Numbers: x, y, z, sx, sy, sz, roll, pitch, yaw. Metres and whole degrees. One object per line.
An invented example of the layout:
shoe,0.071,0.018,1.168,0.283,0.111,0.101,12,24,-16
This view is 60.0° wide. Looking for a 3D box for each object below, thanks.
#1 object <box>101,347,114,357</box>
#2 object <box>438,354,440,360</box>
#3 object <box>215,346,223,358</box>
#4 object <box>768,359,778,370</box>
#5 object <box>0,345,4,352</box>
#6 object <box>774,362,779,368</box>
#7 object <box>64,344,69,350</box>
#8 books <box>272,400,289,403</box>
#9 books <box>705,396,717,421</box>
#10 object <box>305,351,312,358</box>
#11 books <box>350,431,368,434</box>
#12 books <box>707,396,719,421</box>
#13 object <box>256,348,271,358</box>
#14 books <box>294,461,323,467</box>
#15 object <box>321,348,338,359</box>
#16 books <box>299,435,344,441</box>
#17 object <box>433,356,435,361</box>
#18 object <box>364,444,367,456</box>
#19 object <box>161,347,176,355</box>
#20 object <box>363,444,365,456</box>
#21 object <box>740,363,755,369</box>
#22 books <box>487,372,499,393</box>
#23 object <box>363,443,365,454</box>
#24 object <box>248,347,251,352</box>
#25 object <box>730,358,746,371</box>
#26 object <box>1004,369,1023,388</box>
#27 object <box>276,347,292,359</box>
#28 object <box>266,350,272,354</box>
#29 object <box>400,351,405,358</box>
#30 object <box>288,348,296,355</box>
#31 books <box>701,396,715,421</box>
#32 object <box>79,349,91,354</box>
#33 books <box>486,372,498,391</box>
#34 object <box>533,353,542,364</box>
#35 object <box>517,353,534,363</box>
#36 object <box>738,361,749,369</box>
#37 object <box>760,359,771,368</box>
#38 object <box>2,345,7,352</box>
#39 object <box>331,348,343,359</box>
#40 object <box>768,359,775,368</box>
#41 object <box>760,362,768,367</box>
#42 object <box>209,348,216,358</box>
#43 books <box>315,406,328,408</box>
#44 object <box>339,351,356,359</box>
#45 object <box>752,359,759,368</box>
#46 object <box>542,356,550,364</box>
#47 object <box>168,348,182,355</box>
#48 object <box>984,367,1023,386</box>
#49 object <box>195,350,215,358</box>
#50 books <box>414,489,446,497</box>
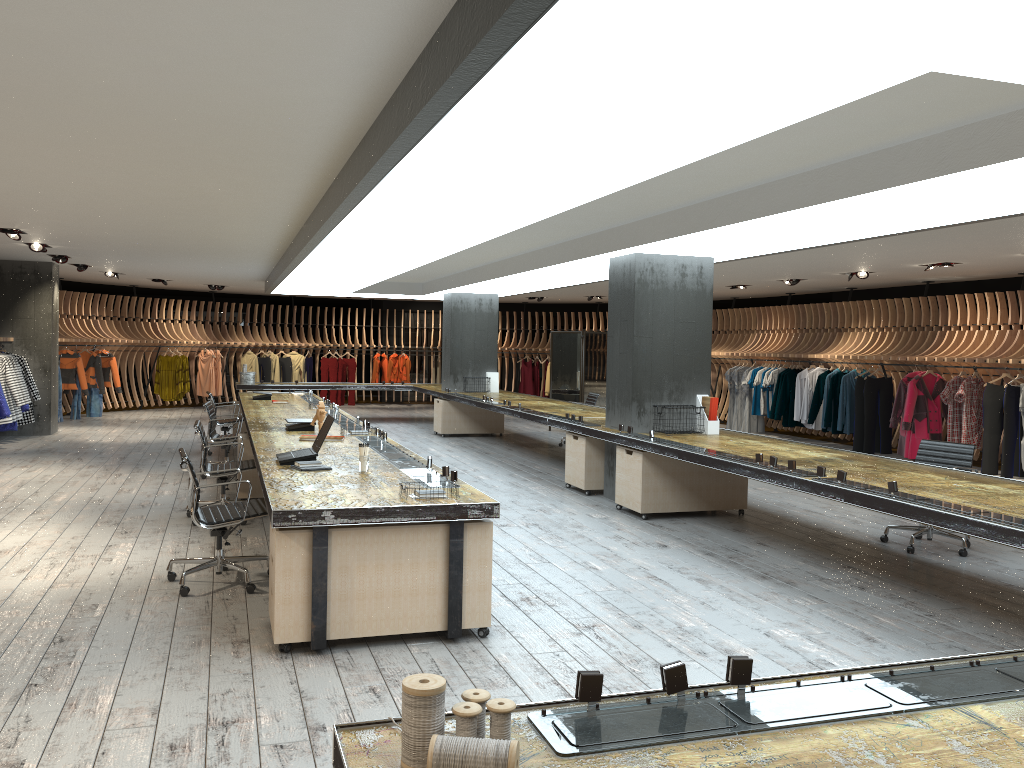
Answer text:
object,-8.296,-0.664,17.971,0.525,0.270,0.012,2,1,12
object,-1.893,-0.733,23.053,0.012,0.270,0.525,1,2,2
object,-6.904,-0.747,20.701,0.525,0.270,0.012,3,2,37
object,4.983,-0.324,16.795,0.523,0.290,0.013,0,2,-23
object,-7.873,-0.449,13.691,0.516,0.316,0.012,1,2,-18
object,5.006,-0.317,16.693,0.524,0.285,0.013,0,2,-23
object,-8.469,-0.621,16.850,0.525,0.270,0.012,1,1,-3
books,-3.160,0.239,12.103,0.213,0.026,0.366,0,2,-18
books,1.992,0.313,8.983,0.048,0.368,0.215,1,2,-18
object,-5.090,-0.772,22.200,0.012,0.270,0.525,1,2,7
books,-1.392,0.438,8.056,0.155,0.025,0.110,0,3,-23
books,2.013,0.313,8.990,0.048,0.368,0.215,1,2,-18
object,-6.071,-0.761,21.525,0.525,0.270,0.012,2,2,17
books,-1.348,0.523,5.814,0.186,0.027,0.112,0,3,-33
object,-4.617,-0.769,22.443,0.525,0.270,0.012,2,2,27
books,-1.616,0.461,7.543,0.366,0.026,0.213,1,2,-8
object,-2.022,-0.735,23.030,0.012,0.270,0.525,1,2,-3
object,-0.947,0.470,5.697,0.030,0.170,0.007,2,2,29
object,-7.619,-0.717,19.687,0.525,0.270,0.012,2,1,12
object,-0.957,0.470,5.696,0.007,0.170,0.030,0,2,-34
object,4.705,-0.368,17.554,0.525,0.270,0.012,1,1,-3
books,-0.345,-0.027,16.103,0.215,0.368,0.073,1,2,-18
object,-0.957,0.468,5.739,0.007,0.170,0.030,0,2,-41
object,-6.308,-0.757,21.325,0.525,0.270,0.012,3,2,37
object,4.619,-0.381,17.821,0.525,0.270,0.012,1,1,-3
object,6.655,-0.080,11.606,0.525,0.270,0.012,1,2,-18
object,-5.667,-0.765,21.826,0.525,0.270,0.012,1,1,7
object,-5.922,-0.763,21.656,0.525,0.270,0.012,2,2,27
object,-2.817,-0.752,22.972,0.012,0.270,0.525,0,2,-38
object,-5.417,-0.769,22.009,0.525,0.270,0.012,1,1,7
books,1.972,0.313,8.976,0.048,0.368,0.215,1,2,-18
object,-8.394,-0.642,17.438,0.525,0.270,0.012,1,1,2
books,-0.367,-0.030,16.170,0.215,0.368,0.047,1,1,-18
object,0.638,-0.659,22.545,0.012,0.270,0.525,1,2,-23
object,0.386,-0.668,22.637,0.525,0.270,0.012,1,2,-18
object,4.656,-0.374,17.682,0.525,0.270,0.012,0,2,-28
object,4.874,-0.332,16.964,0.523,0.288,0.015,1,1,-8
object,-7.934,-0.460,13.869,0.518,0.312,0.012,1,2,-18
object,-4.464,-0.769,22.507,0.525,0.270,0.012,3,2,42
object,4.934,-0.334,16.871,0.525,0.270,0.012,1,1,-13
object,4.869,-0.345,17.103,0.525,0.270,0.012,1,1,7
object,-7.020,-0.744,20.586,0.525,0.270,0.012,3,2,42
books,-2.385,0.290,11.117,0.155,0.025,0.110,0,3,-23
object,-4.195,-0.767,22.613,0.525,0.270,0.012,2,2,22
object,4.777,-0.360,17.395,0.525,0.270,0.012,0,2,-33
object,0.925,-0.648,22.430,0.012,0.270,0.525,2,2,37
object,-7.534,-0.722,19.849,0.525,0.270,0.012,2,1,12
object,6.581,-0.090,11.806,0.525,0.270,0.012,2,2,22
object,-7.093,-0.742,20.491,0.525,0.270,0.012,2,2,17
books,-0.445,0.592,4.818,0.155,0.025,0.110,0,3,-23
